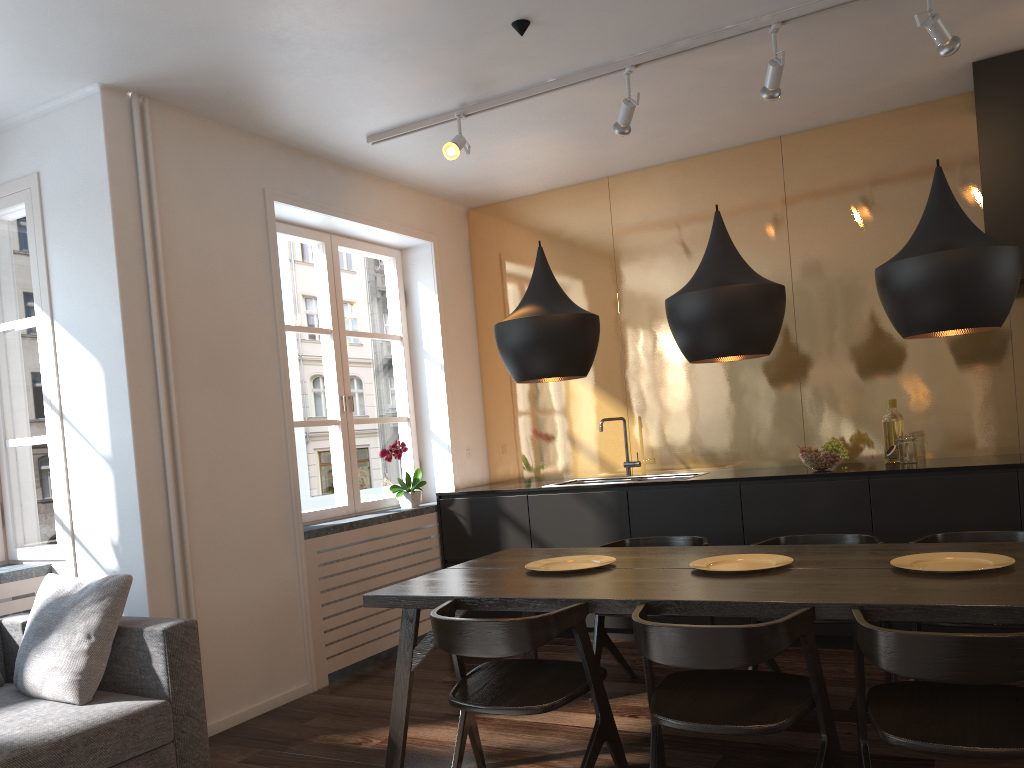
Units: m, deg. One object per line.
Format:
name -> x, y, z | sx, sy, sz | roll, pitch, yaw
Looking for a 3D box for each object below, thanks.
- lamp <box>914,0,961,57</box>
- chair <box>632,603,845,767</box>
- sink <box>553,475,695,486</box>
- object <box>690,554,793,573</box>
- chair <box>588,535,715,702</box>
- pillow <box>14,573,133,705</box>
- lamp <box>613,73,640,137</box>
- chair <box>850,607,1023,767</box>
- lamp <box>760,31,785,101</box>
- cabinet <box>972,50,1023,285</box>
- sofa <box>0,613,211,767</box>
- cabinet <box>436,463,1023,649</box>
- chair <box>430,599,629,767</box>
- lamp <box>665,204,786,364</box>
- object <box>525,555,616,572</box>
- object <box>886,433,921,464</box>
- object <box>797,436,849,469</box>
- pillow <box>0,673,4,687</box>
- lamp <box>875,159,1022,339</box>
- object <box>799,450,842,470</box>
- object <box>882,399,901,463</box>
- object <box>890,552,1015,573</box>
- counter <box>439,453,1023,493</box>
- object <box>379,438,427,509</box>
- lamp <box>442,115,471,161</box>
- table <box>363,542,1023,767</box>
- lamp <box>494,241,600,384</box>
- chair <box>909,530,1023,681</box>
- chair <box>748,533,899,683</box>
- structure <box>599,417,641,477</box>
lamp -> 2.354, -0.603, 3.703 | 1.829, 1.848, 0.089 | -4, 1, -27
chair -> 0.627, 0.975, 2.555 | 0.595, 0.671, 0.518 | -5, -1, 30
sink -> 1.767, 0.417, 4.637 | 3.424, 0.244, 0.481 | -7, -3, 28
object -> 0.810, 0.637, 3.127 | 0.356, 0.017, 0.356 | -5, -3, 10
chair -> 0.662, 1.053, 3.982 | 0.594, 0.671, 0.518 | -5, -1, 25
pillow -> -1.618, 0.907, 3.178 | 0.495, 0.414, 0.286 | -6, -1, 28
lamp -> 0.522, -1.242, 3.914 | 0.085, 0.239, 0.252 | -5, -1, -20
chair -> 1.160, 0.912, 2.257 | 0.595, 0.671, 0.518 | -5, -1, 27
lamp -> 1.083, -1.306, 3.609 | 0.085, 0.240, 0.251 | -5, -1, -5
cabinet -> 3.181, -1.096, 3.913 | 1.961, 1.051, 0.530 | -6, 0, 29
sofa -> -1.854, 1.149, 1.879 | 2.045, 0.671, 3.062 | -6, -3, 29
cabinet -> 1.942, 0.874, 4.618 | 5.078, 0.900, 0.731 | -7, -1, 29
chair -> 0.029, 1.044, 2.883 | 0.595, 0.671, 0.518 | -5, -1, 28
lamp -> 0.738, -0.356, 3.093 | 0.411, 0.541, 0.411 | -5, -1, 5
object -> 0.228, 0.705, 3.452 | 0.357, 0.017, 0.355 | -7, -4, 32
object -> 2.041, 0.337, 4.608 | 0.177, 0.151, 0.088 | -5, 0, 6
object -> 1.621, 0.363, 4.613 | 0.240, 0.173, 0.177 | -5, -1, 14
pillow -> -2.217, 0.933, 3.047 | 0.276, 0.477, 0.835 | -5, -2, 29
lamp -> 1.346, -0.428, 2.753 | 0.410, 0.541, 0.411 | -5, -1, -14
object -> 1.621, 0.402, 4.631 | 0.218, 0.097, 0.219 | -4, -3, -14
object -> 2.051, 0.252, 4.779 | 0.092, 0.339, 0.092 | -5, 1, -4
object -> 1.391, 0.569, 2.802 | 0.357, 0.017, 0.355 | -7, -4, 32
counter -> 1.904, 0.426, 4.610 | 5.075, 0.002, 0.730 | -7, -4, 29
object -> -0.651, 0.545, 5.396 | 0.230, 0.437, 0.406 | -5, -1, 5
lamp -> -0.265, -1.158, 4.191 | 0.085, 0.240, 0.250 | -5, -1, 16
table -> 0.836, 0.982, 3.092 | 2.508, 0.679, 1.104 | -7, -3, 29
lamp -> 0.130, -0.285, 3.433 | 0.410, 0.541, 0.412 | -5, -1, -28
chair -> 1.797, 0.917, 3.315 | 0.595, 0.671, 0.518 | -5, -1, 28
chair -> 1.268, 0.980, 3.611 | 0.595, 0.671, 0.518 | -5, -1, 27
structure -> 0.667, 0.395, 5.418 | 0.110, 0.385, 0.265 | -4, 0, 45
